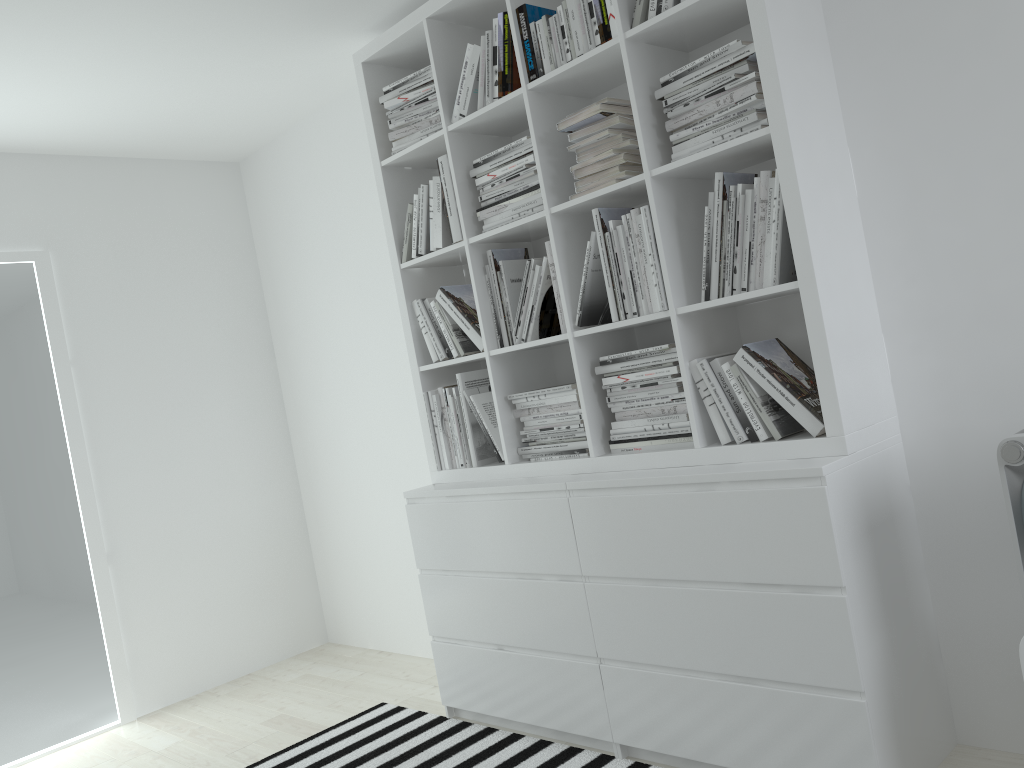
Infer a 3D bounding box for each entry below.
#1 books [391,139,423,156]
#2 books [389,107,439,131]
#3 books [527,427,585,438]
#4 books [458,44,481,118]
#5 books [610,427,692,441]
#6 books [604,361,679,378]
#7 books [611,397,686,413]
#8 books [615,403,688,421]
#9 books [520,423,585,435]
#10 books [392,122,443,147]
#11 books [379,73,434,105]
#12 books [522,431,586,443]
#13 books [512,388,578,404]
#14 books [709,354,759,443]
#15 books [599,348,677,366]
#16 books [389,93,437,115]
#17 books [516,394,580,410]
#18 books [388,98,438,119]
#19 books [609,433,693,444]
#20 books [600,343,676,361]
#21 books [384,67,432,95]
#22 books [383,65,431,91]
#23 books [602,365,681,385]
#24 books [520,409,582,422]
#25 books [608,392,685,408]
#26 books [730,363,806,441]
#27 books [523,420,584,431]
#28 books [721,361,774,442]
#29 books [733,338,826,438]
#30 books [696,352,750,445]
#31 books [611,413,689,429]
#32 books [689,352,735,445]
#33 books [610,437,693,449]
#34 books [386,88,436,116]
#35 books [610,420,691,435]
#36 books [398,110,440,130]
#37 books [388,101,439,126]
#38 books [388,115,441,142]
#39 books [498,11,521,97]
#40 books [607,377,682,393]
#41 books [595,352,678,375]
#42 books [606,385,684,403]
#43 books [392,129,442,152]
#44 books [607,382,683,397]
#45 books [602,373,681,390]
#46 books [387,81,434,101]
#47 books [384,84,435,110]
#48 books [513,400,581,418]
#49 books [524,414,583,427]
[{"bbox_3d":[-0.263,-0.850,3.153,0.288,0.016,0.182,-10,0,36],"label":"books"},{"bbox_3d":[-0.273,-0.948,3.181,0.288,0.016,0.182,-10,0,26],"label":"books"},{"bbox_3d":[0.191,0.146,2.884,0.161,0.013,0.256,-11,0,-44],"label":"books"},{"bbox_3d":[-0.077,-0.979,2.904,0.167,0.210,0.162,-11,0,-44],"label":"books"},{"bbox_3d":[0.456,0.132,2.605,0.182,0.016,0.288,-11,0,-44],"label":"books"},{"bbox_3d":[0.419,-0.051,2.626,0.161,0.013,0.254,-11,0,-44],"label":"books"},{"bbox_3d":[0.461,0.049,2.624,0.182,0.016,0.288,-11,0,-44],"label":"books"},{"bbox_3d":[0.474,0.070,2.615,0.180,0.028,0.296,-11,0,-44],"label":"books"},{"bbox_3d":[0.180,0.136,2.906,0.159,0.012,0.285,-11,0,-44],"label":"books"},{"bbox_3d":[-0.269,-0.884,3.166,0.273,0.021,0.174,-10,0,36],"label":"books"},{"bbox_3d":[-0.297,-1.053,3.165,0.331,0.025,0.176,-10,0,36],"label":"books"},{"bbox_3d":[0.195,0.160,2.918,0.182,0.016,0.288,-11,0,-44],"label":"books"},{"bbox_3d":[0.163,0.029,2.901,0.182,0.016,0.288,-11,0,-44],"label":"books"},{"bbox_3d":[0.633,0.033,2.370,0.152,0.232,0.104,-11,0,-44],"label":"books"},{"bbox_3d":[0.416,-0.089,2.607,0.159,0.012,0.285,-11,0,-44],"label":"books"},{"bbox_3d":[-0.283,-0.991,3.163,0.285,0.012,0.159,-10,0,36],"label":"books"},{"bbox_3d":[0.168,0.047,2.900,0.174,0.021,0.273,-11,0,-44],"label":"books"},{"bbox_3d":[-0.293,-0.976,3.164,0.254,0.012,0.161,-10,0,26],"label":"books"},{"bbox_3d":[0.486,0.141,2.649,0.251,0.012,0.312,-11,0,-43],"label":"books"},{"bbox_3d":[0.406,-0.100,2.621,0.161,0.012,0.254,-11,0,-44],"label":"books"},{"bbox_3d":[-0.304,-1.072,3.155,0.285,0.012,0.159,-10,0,41],"label":"books"},{"bbox_3d":[-0.316,-1.083,3.167,0.254,0.012,0.161,-10,0,36],"label":"books"},{"bbox_3d":[0.425,-0.034,2.615,0.174,0.021,0.273,-11,0,-44],"label":"books"},{"bbox_3d":[0.190,0.089,2.910,0.182,0.016,0.288,-11,0,-44],"label":"books"},{"bbox_3d":[0.451,0.035,2.632,0.182,0.016,0.288,-11,0,-44],"label":"books"},{"bbox_3d":[0.680,0.034,2.321,0.161,0.213,0.118,-11,0,-44],"label":"books"},{"bbox_3d":[0.181,0.123,2.893,0.161,0.012,0.254,-11,0,-44],"label":"books"},{"bbox_3d":[0.657,0.035,2.352,0.161,0.218,0.101,-11,0,-44],"label":"books"},{"bbox_3d":[0.726,0.004,2.274,0.176,0.255,0.226,-11,0,-44],"label":"books"},{"bbox_3d":[0.609,0.035,2.392,0.172,0.235,0.112,-11,0,-44],"label":"books"},{"bbox_3d":[0.453,0.098,2.619,0.174,0.021,0.273,-11,0,-44],"label":"books"},{"bbox_3d":[0.586,0.037,2.431,0.172,0.239,0.093,-11,0,-44],"label":"books"},{"bbox_3d":[0.481,0.155,2.645,0.308,0.014,0.232,-10,0,44],"label":"books"},{"bbox_3d":[-0.307,-0.998,3.169,0.256,0.013,0.161,-10,0,41],"label":"books"},{"bbox_3d":[0.457,0.116,2.617,0.182,0.016,0.288,-11,0,-44],"label":"books"},{"bbox_3d":[-0.262,-0.934,3.175,0.288,0.016,0.182,-10,0,41],"label":"books"},{"bbox_3d":[-0.291,-0.961,3.175,0.263,0.017,0.167,-10,0,31],"label":"books"},{"bbox_3d":[-0.269,-0.909,3.165,0.296,0.028,0.180,-10,0,26],"label":"books"},{"bbox_3d":[0.034,-1.022,2.776,0.170,0.251,0.118,-11,0,-44],"label":"books"},{"bbox_3d":[0.438,-0.008,2.614,0.159,0.012,0.285,-11,0,-44],"label":"books"},{"bbox_3d":[0.425,-0.070,2.617,0.176,0.025,0.331,-11,0,-44],"label":"books"},{"bbox_3d":[0.432,0.021,2.629,0.167,0.017,0.263,-11,0,-44],"label":"books"},{"bbox_3d":[-0.261,-0.866,3.169,0.288,0.016,0.182,-10,0,31],"label":"books"},{"bbox_3d":[0.428,0.007,2.618,0.161,0.012,0.254,-11,0,-44],"label":"books"},{"bbox_3d":[0.415,-0.016,2.624,0.161,0.013,0.256,-11,0,-44],"label":"books"},{"bbox_3d":[-0.303,-1.033,3.172,0.254,0.013,0.161,-10,0,31],"label":"books"},{"bbox_3d":[-0.296,-1.017,3.162,0.273,0.021,0.174,-10,0,26],"label":"books"},{"bbox_3d":[0.169,0.070,2.926,0.180,0.028,0.296,-11,0,-44],"label":"books"},{"bbox_3d":[0.189,0.106,2.894,0.167,0.017,0.263,-11,0,-44],"label":"books"}]
